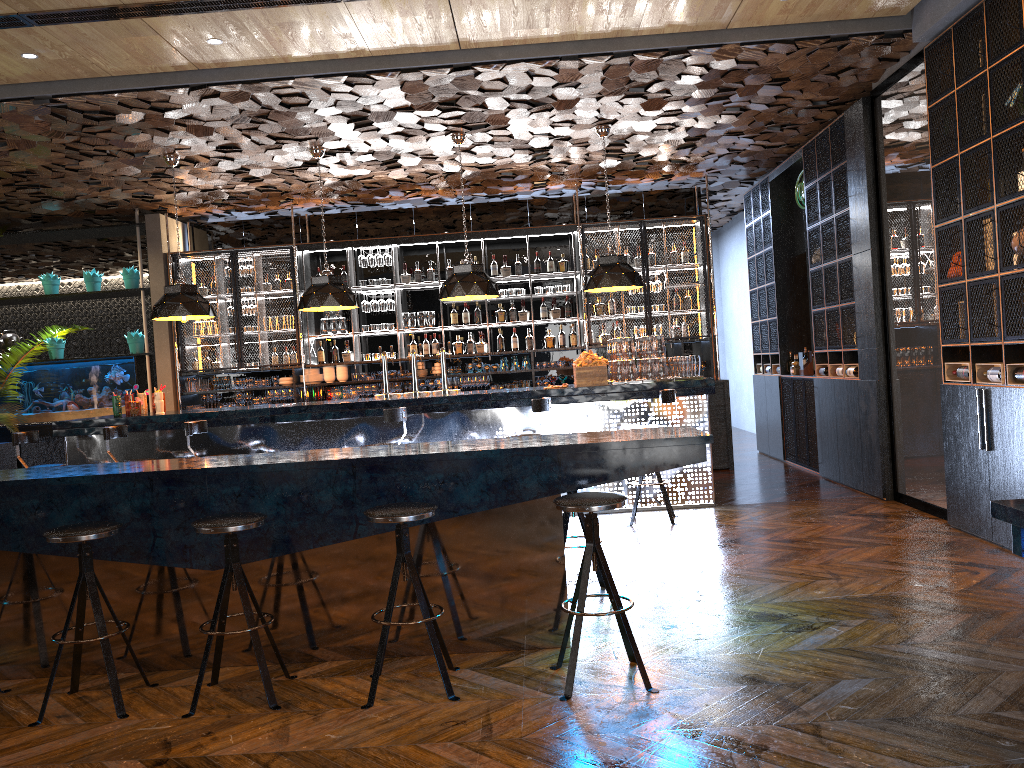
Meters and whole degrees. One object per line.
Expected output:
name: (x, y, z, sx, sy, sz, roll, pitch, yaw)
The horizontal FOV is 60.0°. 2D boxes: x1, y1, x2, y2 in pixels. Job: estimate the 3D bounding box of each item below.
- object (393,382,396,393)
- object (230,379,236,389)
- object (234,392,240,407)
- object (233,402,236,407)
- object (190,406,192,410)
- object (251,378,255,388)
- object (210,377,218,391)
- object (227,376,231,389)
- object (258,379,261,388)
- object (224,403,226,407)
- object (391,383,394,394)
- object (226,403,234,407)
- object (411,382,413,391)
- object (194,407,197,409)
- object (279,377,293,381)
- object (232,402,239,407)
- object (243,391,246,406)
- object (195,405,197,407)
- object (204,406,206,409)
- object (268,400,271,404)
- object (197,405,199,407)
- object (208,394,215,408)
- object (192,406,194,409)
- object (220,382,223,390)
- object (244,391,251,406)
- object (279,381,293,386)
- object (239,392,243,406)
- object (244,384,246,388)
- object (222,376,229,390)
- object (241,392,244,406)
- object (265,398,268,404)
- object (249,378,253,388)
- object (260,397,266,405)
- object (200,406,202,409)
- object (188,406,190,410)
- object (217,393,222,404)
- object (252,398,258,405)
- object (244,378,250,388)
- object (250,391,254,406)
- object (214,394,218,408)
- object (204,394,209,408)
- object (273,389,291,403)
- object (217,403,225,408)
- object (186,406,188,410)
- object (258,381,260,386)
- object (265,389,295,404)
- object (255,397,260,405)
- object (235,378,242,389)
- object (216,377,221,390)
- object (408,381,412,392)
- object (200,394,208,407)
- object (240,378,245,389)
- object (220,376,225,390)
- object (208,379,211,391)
object: (-1.501, 0.090, 11.304, 0.092, 0.218, 0.092, -5, 1, -38)
object: (-3.501, 0.000, 11.141, 0.081, 0.132, 0.081, -4, 1, -27)
object: (-3.430, 0.218, 11.072, 0.088, 0.229, 0.077, -4, 1, 15)
object: (-3.534, 0.286, 11.197, 0.093, 0.101, 0.093, -3, 1, 22)
object: (-4.038, 0.324, 11.147, 0.033, 0.101, 0.033, -4, 1, -18)
object: (-3.297, -0.015, 11.246, 0.074, 0.131, 0.074, -4, 1, 14)
object: (-3.716, -0.003, 11.078, 0.087, 0.170, 0.087, -5, 1, -38)
object: (-3.621, -0.014, 11.300, 0.087, 0.170, 0.087, -5, 1, -38)
object: (-3.216, -0.006, 11.247, 0.078, 0.103, 0.078, -3, 2, 44)
object: (-3.636, 0.292, 11.198, 0.093, 0.101, 0.093, -5, 1, -38)
object: (-1.510, 0.093, 11.197, 0.092, 0.218, 0.092, -5, 1, -38)
object: (-3.530, 0.288, 11.091, 0.093, 0.101, 0.093, -5, 1, -36)
object: (-1.282, 0.076, 11.274, 0.071, 0.217, 0.071, -4, 1, 10)
object: (-3.952, 0.329, 11.078, 0.034, 0.080, 0.034, -4, 1, 15)
object: (-2.818, -0.051, 11.125, 0.209, 0.060, 0.211, -5, 2, -44)
object: (-3.526, 0.283, 11.298, 0.093, 0.101, 0.093, -3, 1, 16)
object: (-3.424, 0.212, 11.338, 0.077, 0.229, 0.088, -4, 1, -24)
object: (-3.995, 0.320, 11.197, 0.031, 0.098, 0.031, -5, 1, -37)
object: (-3.944, 0.322, 11.390, 0.034, 0.080, 0.034, -4, 1, 11)
object: (-3.117, 0.233, 11.332, 0.074, 0.146, 0.065, -3, 1, 24)
object: (-3.994, 0.319, 11.272, 0.031, 0.098, 0.031, -3, 1, 23)
object: (-3.754, 0.240, 11.097, 0.091, 0.227, 0.091, -3, 1, 24)
object: (-4.000, 0.322, 11.119, 0.031, 0.098, 0.031, -3, 2, 40)
object: (-3.710, -0.009, 11.314, 0.087, 0.170, 0.087, -5, 1, -38)
object: (-3.326, 0.209, 11.156, 0.088, 0.229, 0.077, -4, 1, 1)
object: (-2.816, -0.010, 11.126, 0.211, 0.060, 0.209, -5, 2, -39)
object: (-3.426, 0.216, 11.164, 0.088, 0.229, 0.077, -5, 2, -39)
object: (-3.413, -0.010, 11.336, 0.081, 0.132, 0.081, -4, 1, -27)
object: (-3.566, -0.013, 11.063, 0.087, 0.170, 0.087, -5, 1, -38)
object: (-3.428, 0.214, 11.245, 0.077, 0.229, 0.088, -3, 1, 17)
object: (-3.123, 0.236, 11.230, 0.065, 0.146, 0.074, -3, 1, 24)
object: (-3.299, -0.013, 11.159, 0.074, 0.131, 0.074, -4, 1, 14)
object: (-3.125, 0.238, 11.123, 0.074, 0.146, 0.065, -4, 1, -4)
object: (-3.946, 0.325, 11.259, 0.034, 0.080, 0.034, -4, 1, -16)
object: (-4.041, 0.325, 11.103, 0.033, 0.101, 0.033, -3, 1, 26)
object: (-3.742, 0.234, 11.317, 0.091, 0.227, 0.091, -5, 1, -36)
object: (-3.221, 0.244, 11.121, 0.074, 0.146, 0.065, -4, 1, -22)
object: (-3.304, -0.011, 11.073, 0.074, 0.131, 0.074, -4, 1, 14)
object: (-3.319, 0.206, 11.279, 0.088, 0.229, 0.077, -4, 1, 3)
object: (-3.749, 0.237, 11.201, 0.091, 0.227, 0.091, -5, 1, -35)
object: (-3.843, 0.243, 11.210, 0.091, 0.227, 0.091, -3, 2, 41)
object: (-2.894, 0.178, 11.354, 0.376, 0.227, 0.186, -4, 1, 0)
object: (-3.639, 0.295, 11.093, 0.093, 0.101, 0.093, -5, 1, -30)
object: (-4.080, 0.328, 11.132, 0.028, 0.097, 0.028, -4, 1, -9)
object: (-3.216, -0.004, 11.156, 0.078, 0.103, 0.078, -3, 2, 44)
object: (-2.900, 0.182, 11.158, 0.376, 0.227, 0.186, -4, 1, 0)
object: (-3.220, 0.242, 11.225, 0.065, 0.146, 0.074, -4, 1, 14)
object: (-3.420, -0.005, 11.087, 0.081, 0.132, 0.081, -4, 1, -27)
object: (-3.713, -0.006, 11.196, 0.087, 0.170, 0.087, -5, 1, -38)
object: (-1.295, 0.078, 11.195, 0.071, 0.217, 0.071, -4, 1, 10)
object: (-3.848, 0.246, 11.102, 0.091, 0.227, 0.091, -5, 1, -36)
object: (-3.420, -0.007, 11.207, 0.081, 0.132, 0.081, -4, 1, -27)
object: (-3.625, -0.011, 11.155, 0.087, 0.170, 0.087, -5, 1, -38)
object: (-3.903, 0.011, 11.392, 0.051, 0.152, 0.058, -5, 1, -38)
